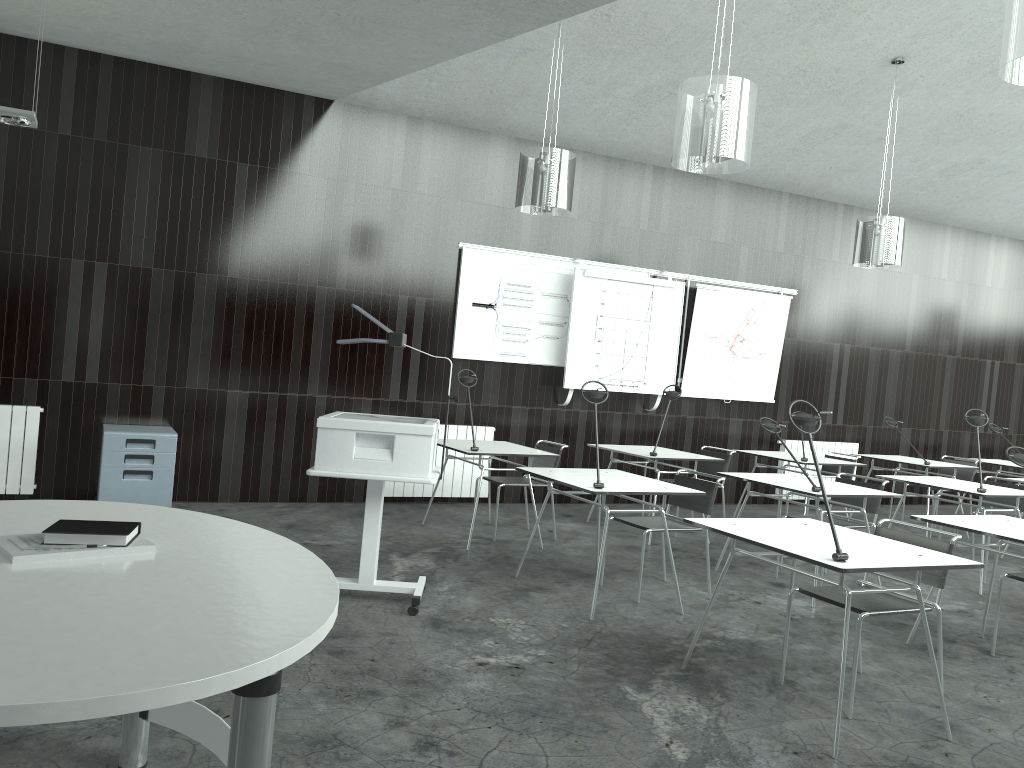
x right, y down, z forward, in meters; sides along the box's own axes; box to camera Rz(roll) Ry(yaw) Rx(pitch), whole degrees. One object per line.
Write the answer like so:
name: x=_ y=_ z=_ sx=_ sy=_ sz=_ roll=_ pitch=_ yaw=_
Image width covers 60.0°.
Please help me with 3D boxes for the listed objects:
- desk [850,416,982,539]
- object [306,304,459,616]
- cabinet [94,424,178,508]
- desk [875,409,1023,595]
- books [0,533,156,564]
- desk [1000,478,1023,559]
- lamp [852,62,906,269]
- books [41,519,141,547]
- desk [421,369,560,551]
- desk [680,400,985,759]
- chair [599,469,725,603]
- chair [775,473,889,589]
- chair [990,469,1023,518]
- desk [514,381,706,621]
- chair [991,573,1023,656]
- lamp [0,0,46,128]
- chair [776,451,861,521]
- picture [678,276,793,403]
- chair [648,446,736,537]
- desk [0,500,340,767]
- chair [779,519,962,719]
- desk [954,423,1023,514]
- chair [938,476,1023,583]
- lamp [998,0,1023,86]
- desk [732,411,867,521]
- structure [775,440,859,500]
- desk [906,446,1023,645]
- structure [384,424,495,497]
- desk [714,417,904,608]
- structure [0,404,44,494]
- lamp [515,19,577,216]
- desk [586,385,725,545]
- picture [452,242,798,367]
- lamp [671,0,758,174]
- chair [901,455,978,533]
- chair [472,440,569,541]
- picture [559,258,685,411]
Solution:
desk: x=3.738 y=0.937 z=8.279 sx=0.700 sy=1.153 sz=0.900 roll=4 pitch=1 yaw=-27
object: x=-0.638 y=0.396 z=4.475 sx=0.680 sy=1.639 sz=0.559 roll=5 pitch=1 yaw=-2
cabinet: x=-2.688 y=0.679 z=6.349 sx=0.502 sy=0.648 sz=0.598 roll=4 pitch=1 yaw=-26
desk: x=3.138 y=0.844 z=6.209 sx=0.700 sy=1.321 sz=0.900 roll=4 pitch=1 yaw=-26
books: x=-1.004 y=0.408 z=2.030 sx=0.297 sy=0.021 sz=0.210 roll=4 pitch=2 yaw=-42
desk: x=4.416 y=1.025 z=6.836 sx=0.700 sy=1.153 sz=0.900 roll=4 pitch=1 yaw=-26
lamp: x=2.927 y=-1.903 z=6.918 sx=0.359 sy=1.761 sz=0.350 roll=4 pitch=1 yaw=-26
books: x=-0.976 y=0.384 z=2.067 sx=0.183 sy=0.032 sz=0.164 roll=5 pitch=1 yaw=-13
desk: x=-0.176 y=0.556 z=6.348 sx=0.700 sy=1.321 sz=0.900 roll=4 pitch=1 yaw=-26
desk: x=1.214 y=0.736 z=3.479 sx=0.700 sy=1.321 sz=0.900 roll=4 pitch=1 yaw=-25
chair: x=0.870 y=0.949 z=5.107 sx=0.555 sy=0.765 sz=0.428 roll=4 pitch=1 yaw=-28
chair: x=2.061 y=1.039 z=5.701 sx=0.555 sy=0.765 sz=0.428 roll=4 pitch=1 yaw=-29
chair: x=5.251 y=1.243 z=9.055 sx=0.555 sy=0.765 sz=0.428 roll=4 pitch=1 yaw=-29
desk: x=0.516 y=0.645 z=4.919 sx=0.700 sy=1.321 sz=0.900 roll=4 pitch=1 yaw=-26
chair: x=2.704 y=1.124 z=4.288 sx=0.555 sy=0.765 sz=0.428 roll=4 pitch=1 yaw=-26
lamp: x=-2.145 y=-3.033 z=3.610 sx=0.600 sy=3.595 sz=0.212 roll=4 pitch=1 yaw=-26
chair: x=2.683 y=1.049 z=7.757 sx=0.555 sy=0.765 sz=0.428 roll=4 pitch=1 yaw=-23
picture: x=2.231 y=-0.456 z=8.851 sx=1.211 sy=1.342 sz=0.163 roll=4 pitch=1 yaw=-26
chair: x=1.466 y=0.955 z=7.223 sx=0.555 sy=0.765 sz=0.428 roll=4 pitch=1 yaw=-27
desk: x=-0.916 y=0.837 z=1.953 sx=0.910 sy=0.818 sz=1.600 roll=4 pitch=1 yaw=-31
chair: x=1.469 y=1.031 z=3.629 sx=0.555 sy=0.765 sz=0.428 roll=4 pitch=1 yaw=-27
desk: x=5.049 y=1.037 z=8.898 sx=0.700 sy=1.153 sz=0.900 roll=4 pitch=1 yaw=-26
chair: x=3.415 y=1.141 z=6.374 sx=0.555 sy=0.765 sz=0.428 roll=4 pitch=1 yaw=-30
lamp: x=1.765 y=-2.458 z=2.599 sx=0.359 sy=2.848 sz=0.350 roll=4 pitch=1 yaw=-26
desk: x=2.438 y=0.839 z=7.613 sx=0.700 sy=1.153 sz=0.900 roll=4 pitch=1 yaw=-26
structure: x=3.251 y=1.024 z=9.485 sx=1.129 sy=0.688 sz=0.079 roll=4 pitch=1 yaw=-26
desk: x=2.459 y=0.914 z=4.143 sx=0.700 sy=1.153 sz=0.900 roll=4 pitch=1 yaw=-26
structure: x=-0.689 y=0.724 z=7.587 sx=1.129 sy=0.688 sz=0.079 roll=4 pitch=1 yaw=-26
desk: x=1.819 y=0.829 z=5.526 sx=0.700 sy=1.153 sz=0.900 roll=4 pitch=1 yaw=-26
structure: x=-3.861 y=0.483 z=6.058 sx=1.129 sy=0.688 sz=0.079 roll=4 pitch=1 yaw=-26
lamp: x=0.273 y=-2.105 z=5.639 sx=0.359 sy=1.761 sz=0.350 roll=4 pitch=1 yaw=-26
desk: x=1.117 y=0.653 z=7.026 sx=0.700 sy=1.321 sz=0.900 roll=4 pitch=1 yaw=-27
picture: x=1.224 y=-0.670 z=8.433 sx=3.818 sy=1.102 sz=0.050 roll=4 pitch=1 yaw=-26
lamp: x=1.023 y=-2.282 z=4.112 sx=0.359 sy=2.307 sz=0.350 roll=4 pitch=1 yaw=-26
chair: x=4.096 y=1.156 z=8.472 sx=0.555 sy=0.765 sz=0.428 roll=4 pitch=1 yaw=-27
chair: x=0.061 y=0.850 z=6.497 sx=0.555 sy=0.765 sz=0.428 roll=4 pitch=1 yaw=-28
picture: x=1.004 y=-0.489 z=8.220 sx=1.191 sy=1.508 sz=0.254 roll=4 pitch=1 yaw=-26
